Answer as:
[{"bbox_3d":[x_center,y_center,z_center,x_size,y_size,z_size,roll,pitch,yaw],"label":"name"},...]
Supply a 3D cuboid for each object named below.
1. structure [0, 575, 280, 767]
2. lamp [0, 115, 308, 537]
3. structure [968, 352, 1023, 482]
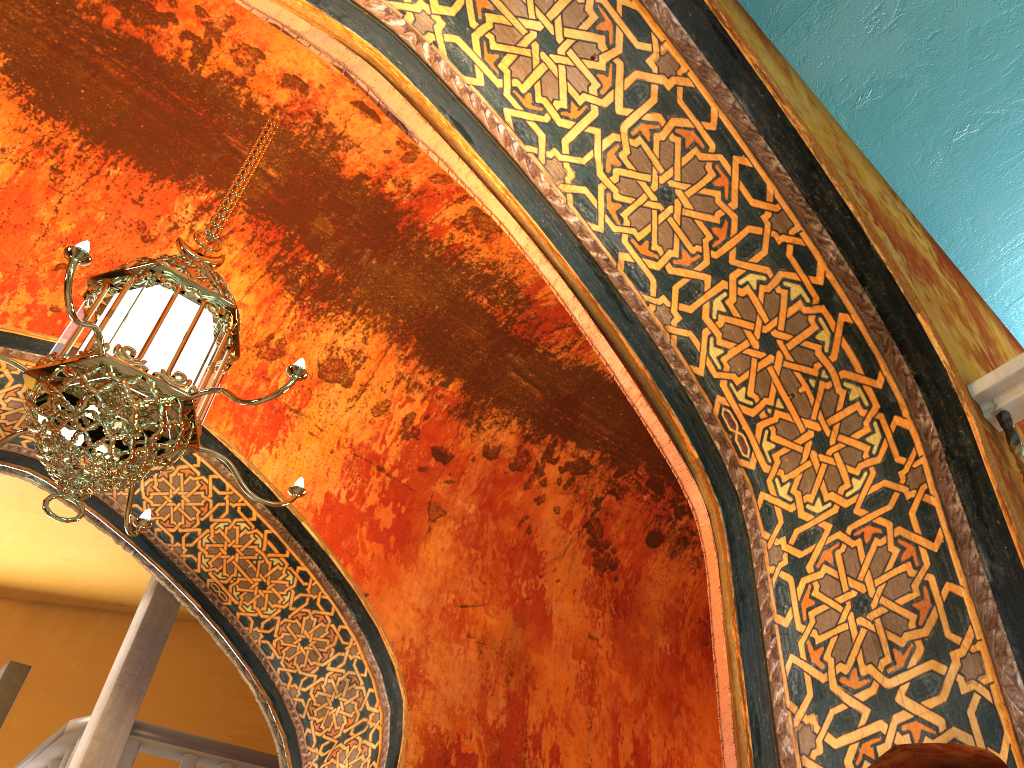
[{"bbox_3d":[-1.360,7.198,9.720,10.900,6.231,6.457,33,-54,-31],"label":"structure"},{"bbox_3d":[-1.209,-0.423,3.238,1.430,2.280,1.045,34,-52,-28],"label":"lamp"},{"bbox_3d":[3.992,0.018,1.134,2.002,3.019,5.493,34,-56,-28],"label":"structure"}]
